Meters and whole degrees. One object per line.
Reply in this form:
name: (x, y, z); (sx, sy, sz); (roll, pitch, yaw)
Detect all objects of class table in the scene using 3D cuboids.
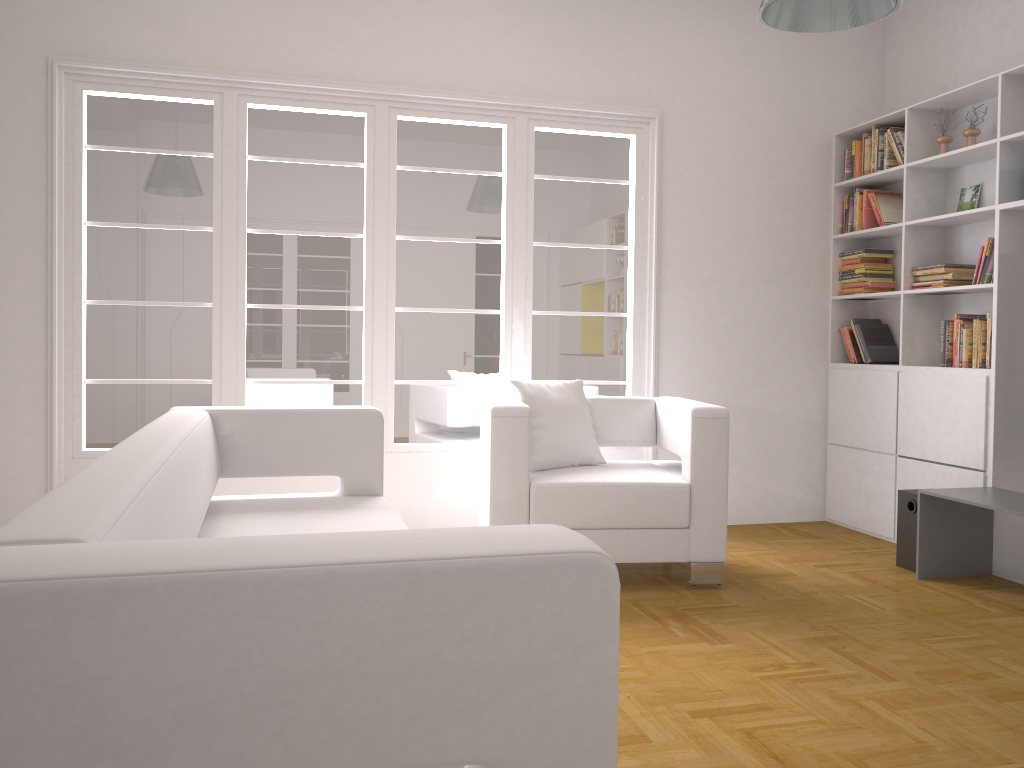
table: (2.429, 0.772, 3.397); (0.437, 0.434, 1.974); (0, 3, -15)

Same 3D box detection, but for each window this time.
window: (-0.749, -0.388, 4.986); (3.350, 2.527, 0.195); (0, 1, -15)

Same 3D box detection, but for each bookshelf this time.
bookshelf: (2.913, -0.233, 3.147); (0.389, 2.478, 5.368); (0, 2, -15)

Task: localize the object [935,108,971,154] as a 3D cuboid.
object: (2.435, -1.377, 4.913); (0.179, 0.279, 0.121); (0, 2, -10)

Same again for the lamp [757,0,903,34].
lamp: (1.079, -1.889, 2.989); (0.464, 1.249, 0.465); (0, 2, -16)

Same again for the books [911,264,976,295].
books: (2.407, -0.580, 4.930); (0.207, 0.153, 0.284); (0, 2, -15)

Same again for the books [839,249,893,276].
books: (2.229, -0.761, 5.588); (0.207, 0.153, 0.252); (0, 2, -15)

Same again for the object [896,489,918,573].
object: (2.099, 0.742, 4.470); (0.217, 0.391, 0.211); (0, 2, -15)

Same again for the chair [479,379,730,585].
chair: (0.408, 0.440, 4.365); (1.096, 0.911, 0.802); (1, 2, -5)

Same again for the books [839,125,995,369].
books: (2.691, -0.767, 3.843); (0.235, 1.454, 3.865); (0, 2, -15)

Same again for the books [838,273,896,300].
books: (2.231, -0.611, 5.576); (0.207, 0.153, 0.284); (0, 2, -15)

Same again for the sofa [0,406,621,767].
sofa: (-0.587, 0.563, 2.292); (0.822, 0.848, 2.624); (0, 2, -15)

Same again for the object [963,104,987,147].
object: (2.483, -1.362, 4.802); (0.119, 0.260, 0.179); (1, 2, 5)

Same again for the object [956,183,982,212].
object: (2.521, -1.004, 4.907); (0.052, 0.190, 0.144); (0, 2, -15)
